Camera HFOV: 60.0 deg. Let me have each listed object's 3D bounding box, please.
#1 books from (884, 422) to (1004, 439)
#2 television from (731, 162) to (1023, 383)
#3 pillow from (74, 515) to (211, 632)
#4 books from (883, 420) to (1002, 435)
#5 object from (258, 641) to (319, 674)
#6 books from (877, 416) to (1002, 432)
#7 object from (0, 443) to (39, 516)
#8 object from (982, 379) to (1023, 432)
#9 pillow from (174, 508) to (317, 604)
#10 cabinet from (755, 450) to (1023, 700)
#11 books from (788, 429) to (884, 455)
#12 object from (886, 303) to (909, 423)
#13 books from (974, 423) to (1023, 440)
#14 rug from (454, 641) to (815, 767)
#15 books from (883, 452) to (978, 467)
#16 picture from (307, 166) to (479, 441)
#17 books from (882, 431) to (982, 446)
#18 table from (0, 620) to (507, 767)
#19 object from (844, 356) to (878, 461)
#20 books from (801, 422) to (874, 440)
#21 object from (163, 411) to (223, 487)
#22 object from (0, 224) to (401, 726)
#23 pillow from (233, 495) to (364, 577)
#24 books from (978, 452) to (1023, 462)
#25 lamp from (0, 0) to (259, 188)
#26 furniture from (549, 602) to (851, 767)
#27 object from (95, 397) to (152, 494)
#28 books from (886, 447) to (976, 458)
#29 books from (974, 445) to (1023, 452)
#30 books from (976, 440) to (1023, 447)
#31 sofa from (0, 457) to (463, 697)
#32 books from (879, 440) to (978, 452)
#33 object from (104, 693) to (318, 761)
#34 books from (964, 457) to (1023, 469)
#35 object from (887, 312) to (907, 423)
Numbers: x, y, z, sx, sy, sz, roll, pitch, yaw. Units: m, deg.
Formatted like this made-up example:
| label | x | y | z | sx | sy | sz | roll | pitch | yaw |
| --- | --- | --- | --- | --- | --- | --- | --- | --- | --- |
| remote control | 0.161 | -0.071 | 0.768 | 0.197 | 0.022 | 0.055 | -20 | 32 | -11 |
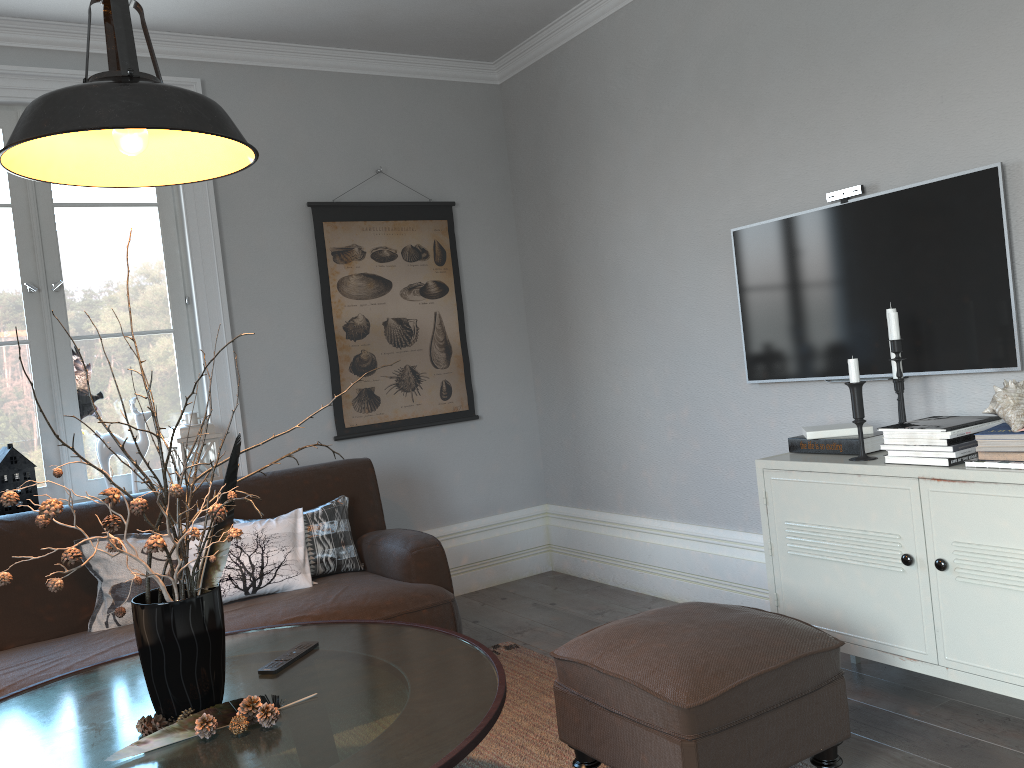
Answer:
| label | x | y | z | sx | sy | sz | roll | pitch | yaw |
| --- | --- | --- | --- | --- | --- | --- | --- | --- | --- |
| books | 1.204 | 0.128 | 2.473 | 0.265 | 0.010 | 0.196 | -7 | 2 | -32 |
| television | 1.181 | -0.340 | 3.034 | 0.041 | 0.657 | 1.063 | -7 | 2 | -32 |
| pillow | -1.225 | 0.655 | 3.051 | 0.473 | 0.347 | 0.159 | -7 | 2 | -34 |
| books | 1.198 | 0.119 | 2.471 | 0.260 | 0.010 | 0.196 | -8 | 2 | -34 |
| object | -0.553 | 0.677 | 2.202 | 0.051 | 0.011 | 0.207 | -6 | 2 | 18 |
| books | 1.196 | 0.110 | 2.478 | 0.263 | 0.008 | 0.212 | -7 | 2 | -30 |
| object | -1.954 | 0.375 | 3.464 | 0.155 | 0.284 | 0.155 | -8 | 2 | -42 |
| object | 1.317 | 0.049 | 2.282 | 0.194 | 0.127 | 0.192 | -8 | 2 | -39 |
| pillow | -0.940 | 0.611 | 3.141 | 0.471 | 0.309 | 0.188 | -7 | 2 | -31 |
| cabinet | 1.273 | 0.578 | 2.463 | 0.408 | 0.757 | 1.152 | -7 | 2 | -32 |
| books | 1.072 | 0.185 | 2.855 | 0.218 | 0.049 | 0.276 | -7 | 2 | -32 |
| object | 1.173 | -0.022 | 2.694 | 0.066 | 0.457 | 0.066 | -6 | 1 | 26 |
| books | 1.324 | 0.119 | 2.275 | 0.235 | 0.014 | 0.184 | -8 | 2 | -44 |
| rug | -0.603 | 1.143 | 1.928 | 2.820 | 0.090 | 2.399 | -7 | 2 | -31 |
| books | 1.213 | 0.194 | 2.480 | 0.271 | 0.022 | 0.200 | -7 | 2 | -30 |
| picture | -0.584 | -0.423 | 4.404 | 0.793 | 1.313 | 0.057 | -7 | 2 | -32 |
| books | 1.200 | 0.143 | 2.473 | 0.251 | 0.019 | 0.200 | -7 | 2 | -30 |
| table | -0.630 | 0.951 | 1.878 | 1.300 | 0.503 | 1.299 | -8 | 2 | -39 |
| object | 1.022 | 0.071 | 2.619 | 0.082 | 0.311 | 0.083 | -6 | 2 | 36 |
| books | 1.050 | 0.150 | 2.873 | 0.199 | 0.024 | 0.161 | -6 | 2 | 13 |
| object | -1.365 | 0.278 | 3.808 | 0.193 | 0.322 | 0.193 | -8 | 2 | -38 |
| object | -0.596 | 0.162 | 1.861 | 0.525 | 1.066 | 0.853 | -6 | 2 | 29 |
| pillow | -0.828 | 0.605 | 3.342 | 0.542 | 0.288 | 0.183 | -7 | 2 | -30 |
| books | 1.344 | 0.168 | 2.287 | 0.238 | 0.027 | 0.175 | -8 | 2 | -35 |
| lamp | -0.848 | -0.997 | 1.836 | 0.504 | 1.075 | 0.504 | -6 | 1 | 16 |
| furniture | 0.482 | 0.829 | 2.273 | 0.583 | 0.440 | 0.574 | -7 | 2 | -32 |
| object | -1.564 | 0.262 | 3.617 | 0.239 | 0.410 | 0.128 | -7 | 2 | -35 |
| books | 1.207 | 0.176 | 2.469 | 0.254 | 0.016 | 0.200 | -8 | 2 | -34 |
| books | 1.331 | 0.149 | 2.278 | 0.235 | 0.014 | 0.184 | -8 | 2 | -42 |
| books | 1.329 | 0.134 | 2.271 | 0.235 | 0.017 | 0.184 | -8 | 2 | -44 |
| sofa | -1.290 | 0.823 | 2.923 | 2.166 | 0.824 | 0.968 | -7 | 2 | -32 |
| books | 1.208 | 0.160 | 2.481 | 0.271 | 0.016 | 0.222 | -7 | 2 | -32 |
| object | -0.600 | 0.672 | 1.803 | 0.404 | 0.067 | 0.153 | -7 | 2 | -14 |
| books | 1.329 | 0.191 | 2.285 | 0.244 | 0.014 | 0.196 | -7 | 2 | -32 |
| object | 1.137 | -0.004 | 2.596 | 0.092 | 0.431 | 0.092 | -6 | 1 | 18 |
